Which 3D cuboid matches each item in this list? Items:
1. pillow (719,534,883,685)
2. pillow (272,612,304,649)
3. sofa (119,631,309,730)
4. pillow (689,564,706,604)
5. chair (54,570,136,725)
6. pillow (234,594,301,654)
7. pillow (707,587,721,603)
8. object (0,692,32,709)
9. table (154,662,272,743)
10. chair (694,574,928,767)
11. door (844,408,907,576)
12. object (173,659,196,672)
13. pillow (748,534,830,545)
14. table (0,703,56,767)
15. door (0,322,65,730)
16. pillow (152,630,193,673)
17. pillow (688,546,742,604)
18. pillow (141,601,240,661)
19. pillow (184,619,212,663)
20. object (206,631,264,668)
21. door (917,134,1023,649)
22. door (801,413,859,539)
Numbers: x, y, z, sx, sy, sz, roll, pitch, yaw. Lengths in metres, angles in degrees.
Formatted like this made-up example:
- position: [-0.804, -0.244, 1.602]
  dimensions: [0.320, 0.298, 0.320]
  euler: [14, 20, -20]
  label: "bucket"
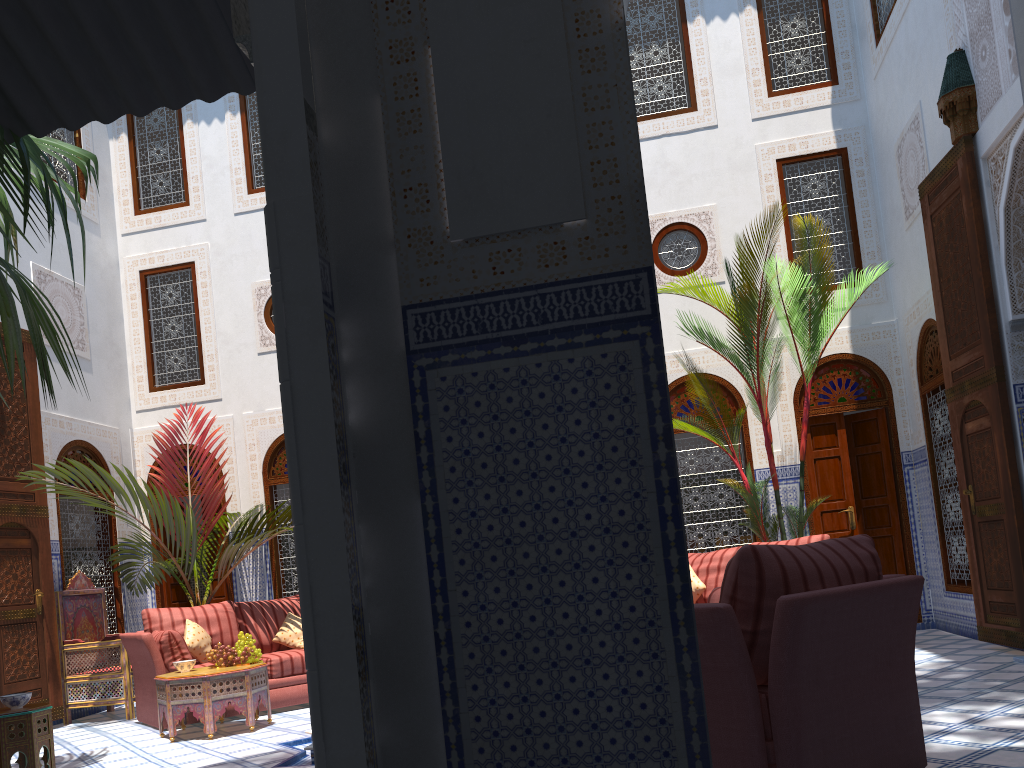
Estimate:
- position: [0.773, 0.614, 2.382]
  dimensions: [0.580, 0.375, 0.306]
  euler: [1, -9, -36]
  label: "pillow"
- position: [-1.371, 1.561, 5.548]
  dimensions: [0.267, 0.233, 0.148]
  euler: [-8, -6, 11]
  label: "pillow"
- position: [-1.633, 1.728, 5.411]
  dimensions: [1.359, 0.535, 0.746]
  euler: [2, -12, -36]
  label: "sofa"
- position: [1.006, 1.179, 5.071]
  dimensions: [0.130, 0.274, 0.307]
  euler: [-4, -8, -25]
  label: "pillow"
- position: [-2.628, 1.753, 5.822]
  dimensions: [0.505, 1.069, 0.489]
  euler: [-7, -5, 9]
  label: "chair"
- position: [-1.509, 1.570, 5.722]
  dimensions: [0.559, 0.370, 0.326]
  euler: [1, -10, -35]
  label: "pillow"
- position: [0.770, 0.768, 2.787]
  dimensions: [0.187, 0.250, 0.387]
  euler: [-2, -10, -34]
  label: "pillow"
- position: [-2.055, 1.316, 3.632]
  dimensions: [0.118, 0.056, 0.120]
  euler: [4, -14, -43]
  label: "object"
- position: [-1.575, 1.672, 4.634]
  dimensions: [0.539, 0.319, 0.546]
  euler: [-8, -10, 9]
  label: "table"
- position: [0.713, 0.856, 2.492]
  dimensions: [0.810, 0.535, 0.741]
  euler: [1, -11, -36]
  label: "chair"
- position: [2.499, 0.911, 5.993]
  dimensions: [0.289, 1.449, 0.024]
  euler: [-9, -4, 39]
  label: "door"
- position: [-1.742, 1.504, 4.664]
  dimensions: [0.118, 0.056, 0.120]
  euler: [4, -14, -43]
  label: "object"
- position: [1.464, 1.041, 4.751]
  dimensions: [0.305, 0.397, 0.570]
  euler: [-1, -10, -39]
  label: "pillow"
- position: [-2.054, 1.504, 3.613]
  dimensions: [0.290, 0.321, 0.293]
  euler: [-7, -7, 9]
  label: "table"
- position: [-3.048, 0.853, 5.317]
  dimensions: [0.124, 2.491, 0.586]
  euler: [-7, -4, 13]
  label: "door"
- position: [-1.944, 1.521, 4.974]
  dimensions: [0.187, 0.250, 0.387]
  euler: [-2, -10, -34]
  label: "pillow"
- position: [1.145, 1.179, 5.205]
  dimensions: [0.300, 0.374, 0.593]
  euler: [-1, -10, -35]
  label: "pillow"
- position: [-1.962, 1.549, 5.390]
  dimensions: [0.580, 0.387, 0.296]
  euler: [1, -9, -36]
  label: "pillow"
- position: [-1.848, 1.514, 5.160]
  dimensions: [0.134, 0.270, 0.308]
  euler: [-7, -8, 9]
  label: "pillow"
- position: [-1.503, 1.468, 4.762]
  dimensions: [0.305, 0.237, 0.221]
  euler: [-4, -7, -10]
  label: "object"
- position: [2.345, 0.093, 4.420]
  dimensions: [0.124, 2.491, 0.588]
  euler: [-6, -4, 3]
  label: "door"
- position: [2.199, 0.937, 5.969]
  dimensions: [0.286, 1.449, 0.124]
  euler: [-7, -3, 9]
  label: "door"
